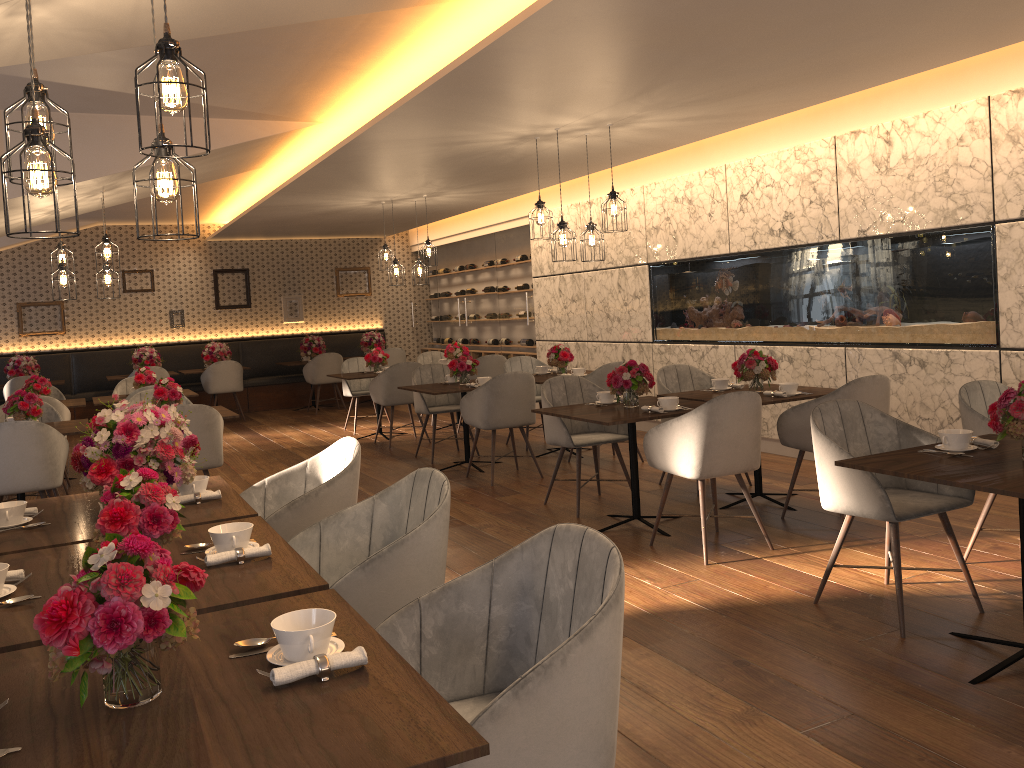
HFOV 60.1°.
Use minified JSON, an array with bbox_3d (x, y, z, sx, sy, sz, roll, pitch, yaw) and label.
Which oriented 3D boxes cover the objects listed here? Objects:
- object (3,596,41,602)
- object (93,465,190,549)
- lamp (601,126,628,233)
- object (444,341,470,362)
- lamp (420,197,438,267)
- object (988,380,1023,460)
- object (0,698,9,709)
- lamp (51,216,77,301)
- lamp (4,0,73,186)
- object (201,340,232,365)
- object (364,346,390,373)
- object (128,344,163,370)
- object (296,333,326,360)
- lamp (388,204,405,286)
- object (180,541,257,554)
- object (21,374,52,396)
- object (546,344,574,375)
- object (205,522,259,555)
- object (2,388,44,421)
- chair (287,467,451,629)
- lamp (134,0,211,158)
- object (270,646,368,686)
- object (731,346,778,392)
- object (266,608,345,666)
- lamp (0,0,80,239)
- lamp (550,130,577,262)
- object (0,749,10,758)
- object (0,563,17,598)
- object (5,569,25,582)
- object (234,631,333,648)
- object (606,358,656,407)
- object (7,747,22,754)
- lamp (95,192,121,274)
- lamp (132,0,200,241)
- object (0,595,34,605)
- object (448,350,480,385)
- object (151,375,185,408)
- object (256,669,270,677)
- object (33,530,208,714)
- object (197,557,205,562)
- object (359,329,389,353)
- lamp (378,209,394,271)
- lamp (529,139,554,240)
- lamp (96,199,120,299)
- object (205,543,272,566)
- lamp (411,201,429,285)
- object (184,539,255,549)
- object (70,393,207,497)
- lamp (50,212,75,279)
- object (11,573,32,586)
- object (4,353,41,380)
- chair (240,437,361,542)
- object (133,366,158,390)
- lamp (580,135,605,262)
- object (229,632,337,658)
[{"bbox_3d":[-1.265,0.537,2.156,0.211,0.004,0.022,-6,5,-26],"label":"object"},{"bbox_3d":[-0.969,0.355,2.322,0.234,0.301,0.306,-4,3,-7],"label":"object"},{"bbox_3d":[0.697,-2.149,6.465,0.175,2.067,0.175,-4,2,-25],"label":"lamp"},{"bbox_3d":[-0.647,-0.363,10.326,0.305,0.301,0.235,-4,3,-4],"label":"object"},{"bbox_3d":[-0.980,-2.348,9.868,0.175,2.067,0.175,-4,2,-25],"label":"lamp"},{"bbox_3d":[1.851,0.118,3.139,0.305,0.301,0.235,-2,3,21],"label":"object"},{"bbox_3d":[-0.954,0.567,1.486,0.193,0.024,0.025,-6,4,-26],"label":"object"},{"bbox_3d":[-3.636,-1.703,7.054,0.175,2.067,0.175,-4,2,-25],"label":"lamp"},{"bbox_3d":[-1.472,-1.638,2.631,0.175,2.067,0.175,-4,2,-25],"label":"lamp"},{"bbox_3d":[-4.247,-0.423,12.730,0.420,0.424,0.406,-5,4,-24],"label":"object"},{"bbox_3d":[-1.510,-0.278,9.935,0.234,0.301,0.306,-1,4,41],"label":"object"},{"bbox_3d":[-5.125,-0.342,12.409,0.405,0.424,0.421,-2,3,17],"label":"object"},{"bbox_3d":[-3.004,-0.551,13.356,0.405,0.424,0.421,-2,3,16],"label":"object"},{"bbox_3d":[-1.349,-2.136,9.911,0.175,2.067,0.175,-4,2,-25],"label":"lamp"},{"bbox_3d":[-0.852,0.476,2.573,0.211,0.004,0.022,-6,5,-26],"label":"object"},{"bbox_3d":[-4.360,0.050,8.102,0.305,0.301,0.235,-1,4,39],"label":"object"},{"bbox_3d":[0.451,-0.233,8.105,0.234,0.301,0.305,-5,4,-24],"label":"object"},{"bbox_3d":[-0.796,0.443,2.514,0.148,0.072,0.149,-2,5,16],"label":"object"},{"bbox_3d":[-3.334,0.171,6.020,0.305,0.301,0.235,-1,4,39],"label":"object"},{"bbox_3d":[-0.447,0.728,2.714,0.527,0.871,0.565,-5,3,-26],"label":"chair"},{"bbox_3d":[-0.946,-1.639,2.299,0.175,2.067,0.175,-4,2,-25],"label":"lamp"},{"bbox_3d":[-0.348,0.513,1.609,0.176,0.039,0.056,-6,5,-26],"label":"object"},{"bbox_3d":[1.586,-0.099,5.793,0.305,0.301,0.235,-4,3,-4],"label":"object"},{"bbox_3d":[-0.400,0.490,1.710,0.148,0.072,0.149,-2,5,16],"label":"object"},{"bbox_3d":[-1.315,-1.427,2.342,0.175,2.067,0.175,-4,2,-25],"label":"lamp"},{"bbox_3d":[0.328,-1.937,6.509,0.175,2.067,0.175,-4,2,-25],"label":"lamp"},{"bbox_3d":[-0.860,0.581,1.317,0.197,0.015,0.043,-6,5,-30],"label":"object"},{"bbox_3d":[-1.325,0.501,2.213,0.148,0.072,0.149,-2,5,16],"label":"object"},{"bbox_3d":[-1.374,0.512,2.316,0.176,0.039,0.056,-6,5,-26],"label":"object"},{"bbox_3d":[-0.466,0.515,1.804,0.197,0.015,0.043,-6,5,-30],"label":"object"},{"bbox_3d":[0.724,-0.013,5.399,0.305,0.301,0.235,-3,3,7],"label":"object"},{"bbox_3d":[-0.869,0.584,1.352,0.211,0.004,0.022,-6,5,-26],"label":"object"},{"bbox_3d":[-3.267,-1.915,7.010,0.175,2.067,0.175,-4,2,-25],"label":"lamp"},{"bbox_3d":[-1.080,-1.464,2.599,0.175,2.067,0.175,-4,2,-25],"label":"lamp"},{"bbox_3d":[-1.256,0.534,2.121,0.197,0.015,0.043,-6,5,-30],"label":"object"},{"bbox_3d":[-0.415,-0.148,7.711,0.234,0.301,0.306,-1,4,41],"label":"object"},{"bbox_3d":[-2.499,0.085,6.445,0.234,0.301,0.306,-4,3,-7],"label":"object"},{"bbox_3d":[-0.372,0.519,1.635,0.193,0.024,0.025,-6,4,-26],"label":"object"},{"bbox_3d":[-0.673,0.401,1.557,0.234,0.301,0.306,-2,4,21],"label":"object"},{"bbox_3d":[-0.768,0.472,2.439,0.193,0.024,0.025,-6,4,-26],"label":"object"},{"bbox_3d":[-2.168,-0.637,13.780,0.405,0.424,0.421,-2,3,17],"label":"object"},{"bbox_3d":[-1.505,-2.346,10.200,0.175,2.067,0.175,-4,2,-25],"label":"lamp"},{"bbox_3d":[0.171,-2.147,6.798,0.175,2.067,0.175,-4,2,-25],"label":"lamp"},{"bbox_3d":[-3.401,-1.739,7.310,0.175,2.067,0.175,-4,2,-25],"label":"lamp"},{"bbox_3d":[-0.744,0.466,2.412,0.176,0.039,0.056,-6,5,-26],"label":"object"},{"bbox_3d":[-1.113,-2.172,10.168,0.175,2.067,0.175,-4,2,-25],"label":"lamp"},{"bbox_3d":[-0.861,0.468,2.607,0.197,0.015,0.043,-6,5,-30],"label":"object"},{"bbox_3d":[-1.332,0.242,3.148,0.421,0.424,0.405,-6,4,-38],"label":"object"},{"bbox_3d":[-3.793,-1.913,7.343,0.175,2.067,0.175,-4,2,-25],"label":"lamp"},{"bbox_3d":[-1.350,0.520,2.289,0.193,0.024,0.025,-6,4,-26],"label":"object"},{"bbox_3d":[-6.448,-0.199,11.657,0.421,0.424,0.405,-6,4,-38],"label":"object"},{"bbox_3d":[-0.862,0.679,3.556,0.527,0.871,0.565,-5,3,-26],"label":"chair"},{"bbox_3d":[-3.525,-0.036,8.527,0.234,0.301,0.306,-4,3,-7],"label":"object"},{"bbox_3d":[0.563,-1.973,6.766,0.175,2.067,0.175,-4,2,-25],"label":"lamp"},{"bbox_3d":[-0.456,0.523,1.769,0.211,0.004,0.022,-6,5,-26],"label":"object"}]
